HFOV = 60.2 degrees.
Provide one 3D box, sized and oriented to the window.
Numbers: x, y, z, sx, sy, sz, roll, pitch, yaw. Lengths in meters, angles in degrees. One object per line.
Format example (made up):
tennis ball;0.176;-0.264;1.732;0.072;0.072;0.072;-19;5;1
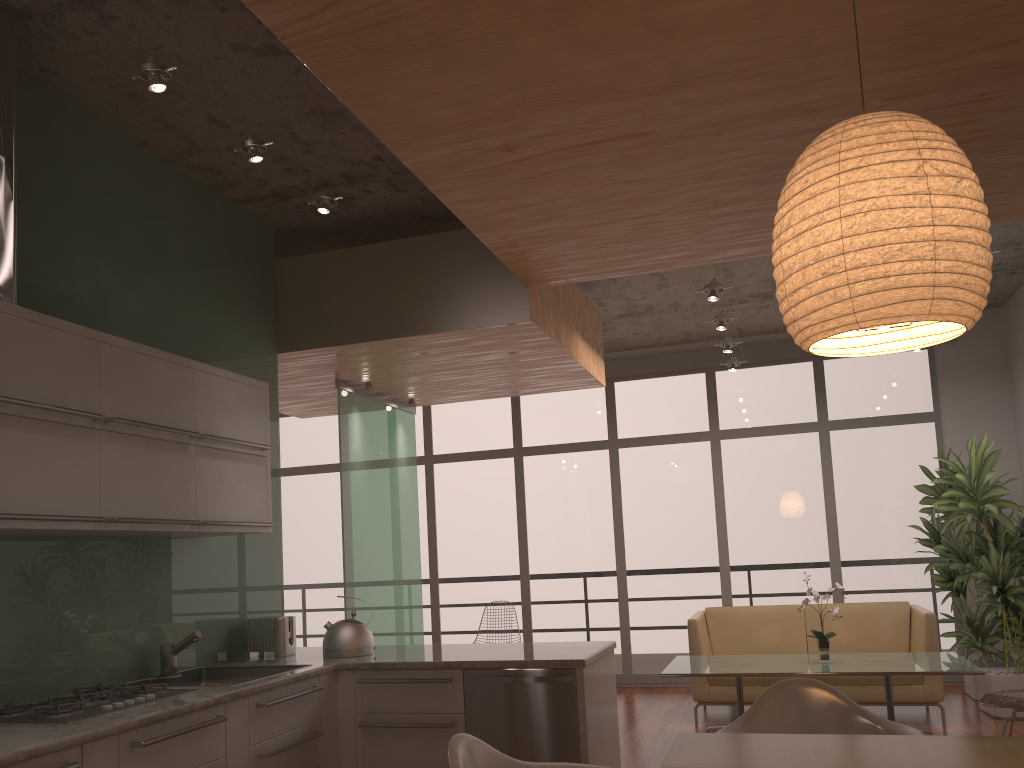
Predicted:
window;0.102;1.488;9.276;8.598;3.248;0.062;-6;-6;17

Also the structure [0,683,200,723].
structure;-1.554;1.153;3.223;0.491;0.038;0.682;-6;-11;16

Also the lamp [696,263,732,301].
lamp;1.283;-0.773;5.667;0.198;0.478;0.135;-1;-6;-16

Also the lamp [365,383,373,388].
lamp;-1.022;-0.200;6.257;0.103;0.466;0.155;-2;-6;-11

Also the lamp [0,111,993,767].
lamp;-0.244;0.469;3.243;3.230;1.333;3.093;-6;-11;16

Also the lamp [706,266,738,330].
lamp;1.521;-0.634;6.448;0.198;0.478;0.135;-1;-6;-16

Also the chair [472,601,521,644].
chair;-0.174;2.627;8.778;0.545;0.891;0.565;-5;-7;17

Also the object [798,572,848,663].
object;2.031;1.528;5.788;0.299;0.583;0.374;-4;-7;11

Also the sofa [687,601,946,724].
sofa;2.362;2.189;7.013;1.809;0.829;0.886;-6;-9;17

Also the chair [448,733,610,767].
chair;0.164;1.396;2.395;0.644;0.852;0.690;-4;-8;11

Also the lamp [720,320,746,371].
lamp;1.996;-0.356;8.009;0.198;0.478;0.135;-1;-6;-16

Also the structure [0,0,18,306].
structure;-1.905;-0.801;3.032;0.256;1.122;0.264;-5;-6;17

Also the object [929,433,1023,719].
object;3.776;1.424;6.695;0.974;2.084;1.083;-7;-8;29

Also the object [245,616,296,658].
object;-1.264;1.332;4.653;0.238;0.200;0.154;-6;-8;17

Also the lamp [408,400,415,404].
lamp;-0.802;-0.071;6.982;0.103;0.466;0.155;-2;-6;-11

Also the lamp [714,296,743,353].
lamp;1.758;-0.495;7.229;0.198;0.478;0.135;-1;-6;-16

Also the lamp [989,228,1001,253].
lamp;2.747;-0.932;5.222;0.198;0.478;0.135;-1;-6;-16

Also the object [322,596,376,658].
object;-0.840;1.235;4.519;0.264;0.302;0.263;-8;-9;33

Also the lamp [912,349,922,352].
lamp;3.459;-0.515;7.564;0.198;0.478;0.135;-1;-6;-16

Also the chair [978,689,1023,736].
chair;2.792;1.681;4.656;0.566;0.891;0.544;-8;-9;36

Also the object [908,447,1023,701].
object;3.958;1.540;7.343;1.090;2.084;0.968;-8;-8;34

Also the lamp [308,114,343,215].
lamp;-0.848;-1.000;3.987;0.152;0.466;0.104;-1;-6;-16

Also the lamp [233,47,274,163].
lamp;-1.013;-1.097;3.446;0.152;0.466;0.104;-1;-6;-16

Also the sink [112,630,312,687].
sink;-1.315;1.284;3.920;0.619;0.378;0.648;-6;-10;16

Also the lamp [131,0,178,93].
lamp;-1.178;-1.193;2.904;0.152;0.466;0.104;-1;-6;-16

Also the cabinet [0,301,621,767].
cabinet;-1.019;0.825;2.826;1.922;2.250;4.280;-5;-10;16

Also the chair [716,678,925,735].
chair;1.045;1.450;2.903;0.684;0.852;0.650;-3;-8;1

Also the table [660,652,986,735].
table;1.988;2.109;5.784;1.879;0.554;0.948;-6;-10;17

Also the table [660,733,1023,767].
table;0.709;1.213;1.465;1.030;0.800;2.090;-6;-11;16
